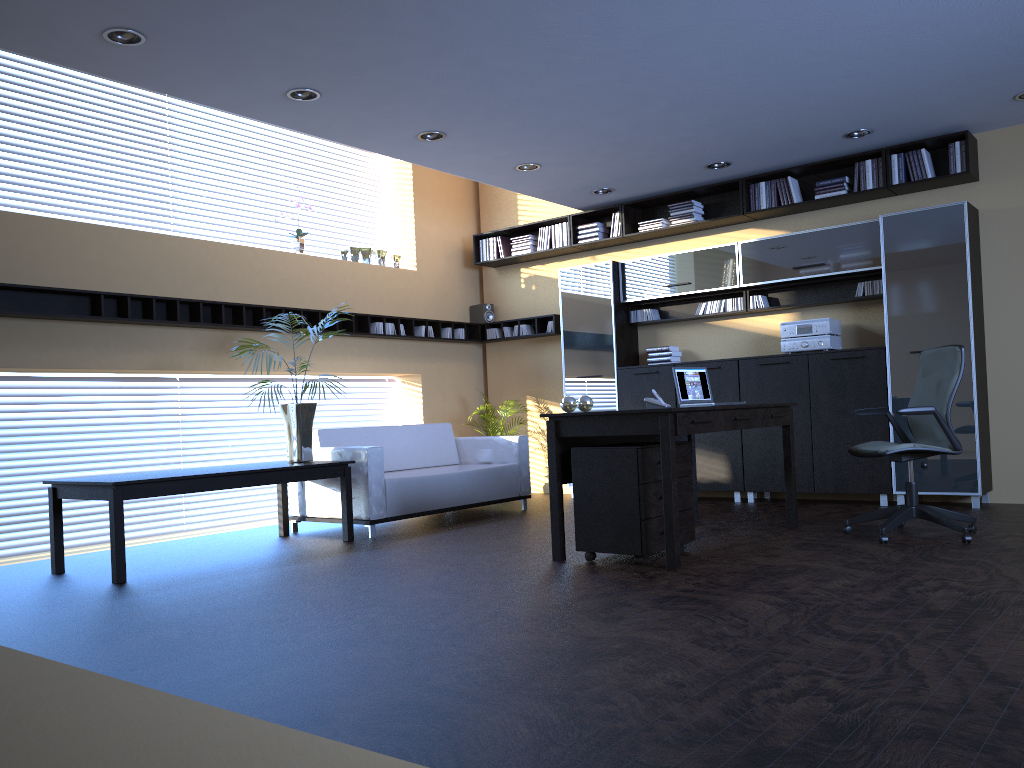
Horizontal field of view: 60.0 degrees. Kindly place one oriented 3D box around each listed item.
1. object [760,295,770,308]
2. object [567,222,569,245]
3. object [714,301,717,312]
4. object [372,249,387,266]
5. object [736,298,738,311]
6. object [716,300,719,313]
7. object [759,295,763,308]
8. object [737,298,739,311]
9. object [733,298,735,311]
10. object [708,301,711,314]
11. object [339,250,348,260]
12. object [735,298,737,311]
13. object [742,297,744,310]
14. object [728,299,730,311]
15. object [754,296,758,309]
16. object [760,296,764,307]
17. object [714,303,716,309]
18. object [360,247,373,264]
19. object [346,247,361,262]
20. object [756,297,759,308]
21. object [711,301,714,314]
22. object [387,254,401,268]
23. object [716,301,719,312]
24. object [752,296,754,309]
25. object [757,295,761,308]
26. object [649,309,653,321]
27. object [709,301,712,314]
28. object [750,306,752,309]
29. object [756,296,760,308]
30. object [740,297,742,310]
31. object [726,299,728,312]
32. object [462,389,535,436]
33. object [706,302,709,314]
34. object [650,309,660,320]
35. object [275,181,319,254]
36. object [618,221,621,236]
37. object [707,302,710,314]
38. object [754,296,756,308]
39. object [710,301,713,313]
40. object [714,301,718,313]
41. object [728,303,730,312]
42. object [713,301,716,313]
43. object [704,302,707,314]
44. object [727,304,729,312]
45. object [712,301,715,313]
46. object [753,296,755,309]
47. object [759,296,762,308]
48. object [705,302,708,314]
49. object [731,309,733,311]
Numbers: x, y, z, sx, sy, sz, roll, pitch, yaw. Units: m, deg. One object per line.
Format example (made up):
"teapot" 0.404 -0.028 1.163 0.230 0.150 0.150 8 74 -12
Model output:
"object" 2.358 -0.764 8.264 0.040 0.118 0.142 -3 -2 38
"object" 0.666 -1.586 9.459 0.050 0.258 0.207 -3 -1 38
"object" 1.990 -0.738 8.546 0.036 0.116 0.140 -3 -2 38
"object" -1.415 -1.330 9.433 0.137 0.173 0.144 -3 -1 28
"object" 2.161 -0.751 8.412 0.009 0.120 0.142 -3 -1 38
"object" 2.007 -0.740 8.536 0.040 0.118 0.142 -3 -2 38
"object" 2.346 -0.764 8.273 0.030 0.120 0.142 -3 -1 38
"object" 2.172 -0.752 8.410 0.009 0.120 0.142 -3 -1 38
"object" 2.135 -0.750 8.428 0.009 0.120 0.142 -3 -1 38
"object" 1.944 -0.735 8.585 0.036 0.116 0.140 -3 -2 38
"object" -1.715 -1.300 9.047 0.089 0.113 0.094 -2 -1 -17
"object" 2.152 -0.751 8.417 0.009 0.120 0.142 -3 -1 38
"object" 2.206 -0.755 8.372 0.009 0.120 0.142 -3 -1 38
"object" 2.101 -0.747 8.465 0.006 0.118 0.140 -3 -1 38
"object" 2.304 -0.762 8.303 0.009 0.120 0.142 -3 -1 38
"object" 2.357 -0.764 8.262 0.036 0.116 0.140 -3 -2 38
"object" 1.984 -0.738 8.555 0.040 0.118 0.142 -3 -2 38
"object" -1.528 -1.330 9.294 0.137 0.173 0.144 -3 -1 -2
"object" -1.635 -1.323 9.150 0.133 0.159 0.126 -2 -1 -32
"object" 2.321 -0.763 8.291 0.026 0.117 0.140 -3 -1 38
"object" 1.967 -0.737 8.566 0.040 0.118 0.142 -3 -2 38
"object" -1.275 -1.317 9.613 0.118 0.149 0.124 -4 -2 38
"object" 2.005 -0.740 8.532 0.036 0.116 0.140 -3 -2 38
"object" 2.285 -0.761 8.311 0.009 0.120 0.142 -3 -1 38
"object" 2.336 -0.764 8.277 0.030 0.120 0.142 -3 -1 38
"object" 1.437 -0.698 8.974 0.030 0.120 0.142 -3 -1 38
"object" 1.949 -0.736 8.576 0.040 0.118 0.142 -3 -2 38
"object" 2.271 -0.759 8.327 0.009 0.120 0.142 -3 -1 38
"object" 2.327 -0.763 8.283 0.030 0.120 0.142 -3 -1 38
"object" 2.192 -0.754 8.387 0.009 0.120 0.142 -3 -1 38
"object" 2.081 -0.745 8.473 0.009 0.120 0.142 -3 -1 38
"object" -0.120 0.635 9.778 0.840 1.240 0.689 -2 -1 -19
"object" 1.928 -0.734 8.598 0.036 0.116 0.140 -3 -2 38
"object" 1.451 -0.698 8.967 0.040 0.118 0.142 -3 -2 38
"object" -2.062 -1.592 8.627 0.352 0.695 0.437 -3 -1 17
"object" 1.159 -1.623 9.079 0.075 0.259 0.207 -3 -1 38
"object" 1.934 -0.734 8.589 0.036 0.116 0.140 -3 -2 38
"object" 2.303 -0.762 8.302 0.006 0.118 0.140 -3 -1 38
"object" 1.960 -0.736 8.573 0.036 0.116 0.140 -3 -2 38
"object" 1.996 -0.739 8.537 0.040 0.118 0.142 -3 -2 38
"object" 2.103 -0.747 8.468 0.009 0.120 0.142 -3 -1 38
"object" 1.981 -0.738 8.550 0.036 0.116 0.140 -3 -2 38
"object" 1.910 -0.733 8.608 0.040 0.118 0.142 -3 -2 38
"object" 2.092 -0.746 8.470 0.009 0.120 0.142 -3 -1 38
"object" 1.976 -0.737 8.562 0.040 0.118 0.142 -3 -2 38
"object" 2.296 -0.761 8.309 0.009 0.120 0.142 -3 -1 38
"object" 2.345 -0.764 8.271 0.026 0.117 0.140 -3 -1 38
"object" 1.918 -0.733 8.601 0.040 0.118 0.142 -3 -2 38
"object" 2.121 -0.748 8.443 0.009 0.120 0.142 -3 -1 38
